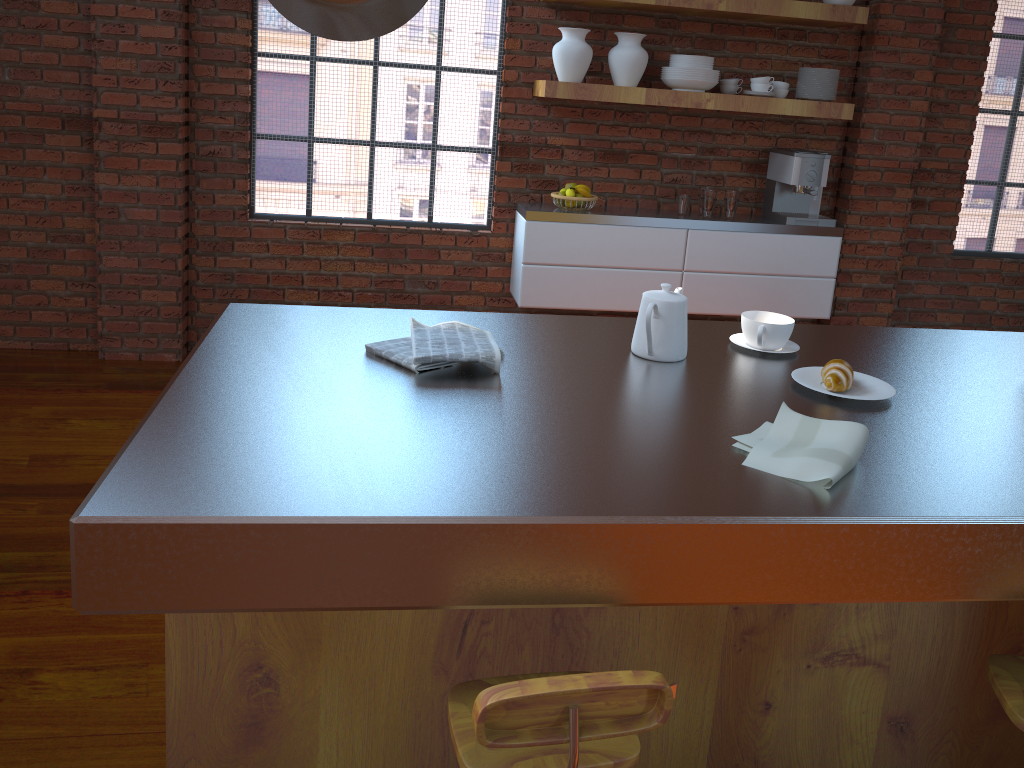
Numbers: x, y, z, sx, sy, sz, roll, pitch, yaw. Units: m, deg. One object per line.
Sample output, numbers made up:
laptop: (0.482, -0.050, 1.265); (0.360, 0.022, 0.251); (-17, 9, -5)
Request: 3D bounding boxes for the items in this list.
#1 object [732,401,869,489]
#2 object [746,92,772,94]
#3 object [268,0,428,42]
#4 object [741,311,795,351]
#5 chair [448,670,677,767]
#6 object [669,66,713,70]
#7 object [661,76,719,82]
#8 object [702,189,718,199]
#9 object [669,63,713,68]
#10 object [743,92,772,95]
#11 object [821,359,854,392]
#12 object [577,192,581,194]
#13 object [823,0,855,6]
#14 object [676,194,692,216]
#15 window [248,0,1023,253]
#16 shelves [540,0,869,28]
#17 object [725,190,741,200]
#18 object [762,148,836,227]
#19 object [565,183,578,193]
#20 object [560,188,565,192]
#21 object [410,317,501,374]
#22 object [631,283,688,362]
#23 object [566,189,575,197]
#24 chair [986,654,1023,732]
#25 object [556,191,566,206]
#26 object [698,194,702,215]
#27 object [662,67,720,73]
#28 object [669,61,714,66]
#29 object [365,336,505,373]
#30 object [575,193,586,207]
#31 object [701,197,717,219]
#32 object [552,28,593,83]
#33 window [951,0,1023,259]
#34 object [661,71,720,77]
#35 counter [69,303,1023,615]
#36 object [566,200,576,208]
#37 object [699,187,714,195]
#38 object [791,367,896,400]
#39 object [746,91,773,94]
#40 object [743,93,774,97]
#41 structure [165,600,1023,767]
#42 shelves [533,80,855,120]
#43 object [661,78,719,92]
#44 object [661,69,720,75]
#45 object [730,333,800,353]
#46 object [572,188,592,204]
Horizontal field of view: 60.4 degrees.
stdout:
object: (0.440, 0.083, 1.377); (0.208, 0.060, 0.198); (21, 24, 41)
object: (1.215, -1.426, 4.327); (0.157, 0.012, 0.156); (20, 24, 39)
object: (-0.211, -0.663, 1.111); (0.265, 0.432, 0.071); (3, 12, -4)
object: (0.569, -0.116, 1.982); (0.125, 0.067, 0.119); (-3, 19, -23)
chair: (0.024, 0.668, 1.244); (0.338, 0.731, 0.348); (1, 14, -14)
object: (0.869, -1.517, 4.292); (0.213, 0.054, 0.220); (-1, 19, -17)
object: (0.866, -1.469, 4.302); (0.282, 0.054, 0.290); (-4, 20, -24)
object: (0.981, -0.916, 4.390); (0.078, 0.101, 0.080); (10, 16, 20)
object: (0.870, -1.526, 4.289); (0.213, 0.054, 0.220); (-1, 19, -17)
object: (1.214, -1.422, 4.328); (0.157, 0.012, 0.156); (20, 24, 39)
object: (0.642, -0.021, 1.733); (0.062, 0.050, 0.142); (7, 18, 9)
object: (0.338, -0.972, 4.413); (0.055, 0.045, 0.047); (14, 18, 31)
object: (1.598, -1.872, 4.306); (0.167, 0.059, 0.169); (15, 20, 29)
object: (0.865, -0.906, 4.456); (0.078, 0.101, 0.080); (-7, 19, -37)
window: (2.280, -2.076, 7.093); (17.425, 9.659, 3.730); (-2, 14, -18)
shelves: (0.922, -1.836, 4.257); (1.534, 0.074, 0.348); (1, 19, -9)
object: (1.105, -0.920, 4.431); (0.078, 0.101, 0.080); (5, 15, 3)
object: (1.499, -1.013, 4.507); (0.270, 0.360, 0.391); (2, 16, -9)
object: (0.297, -0.971, 4.378); (0.068, 0.060, 0.071); (6, 16, 7)
object: (0.261, -0.959, 4.415); (0.045, 0.045, 0.057); (11, 17, 22)
object: (-0.118, -0.078, 1.757); (0.164, 0.048, 0.240); (2, 19, -9)
object: (0.318, -0.138, 1.867); (0.118, 0.151, 0.203); (4, 16, -3)
object: (0.287, -0.934, 4.321); (0.045, 0.051, 0.053); (-1, 16, -20)
chair: (0.846, 0.689, 1.367); (0.339, 0.731, 0.347); (7, 14, 11)
object: (0.256, -0.918, 4.364); (0.074, 0.074, 0.074); (-6, 18, -33)
object: (0.987, -0.918, 4.516); (0.078, 0.101, 0.080); (10, 16, 20)
object: (0.869, -1.508, 4.293); (0.282, 0.054, 0.290); (-4, 20, -24)
object: (0.871, -1.537, 4.287); (0.213, 0.054, 0.220); (-1, 19, -17)
object: (-0.154, -0.069, 1.768); (0.234, 0.025, 0.168); (-13, 25, -41)
object: (0.330, -0.911, 4.359); (0.076, 0.064, 0.079); (12, 18, 23)
object: (0.979, -0.879, 4.398); (0.078, 0.101, 0.080); (10, 16, 20)
object: (0.288, -1.568, 4.208); (0.194, 0.243, 0.196); (13, 17, 29)
window: (3.116, -1.498, 4.913); (1.267, 1.628, 0.086); (2, 12, -9)
object: (0.867, -1.490, 4.297); (0.282, 0.054, 0.290); (-4, 20, -24)
counter: (0.953, 0.085, 1.778); (3.139, 0.127, 1.057); (1, 19, -9)
object: (0.287, -0.885, 4.320); (0.056, 0.045, 0.047); (11, 17, 23)
object: (0.990, -0.955, 4.508); (0.078, 0.101, 0.080); (10, 16, 20)
object: (0.651, 0.003, 1.735); (0.195, 0.013, 0.200); (8, 19, 11)
object: (1.215, -1.431, 4.326); (0.157, 0.012, 0.156); (20, 24, 39)
object: (1.214, -1.418, 4.328); (0.157, 0.012, 0.156); (20, 24, 39)
structure: (0.917, 0.514, 1.880); (3.116, 0.746, 1.055); (1, 17, -9)
shelves: (0.889, -1.405, 4.351); (1.534, 0.074, 0.348); (1, 19, -9)
object: (0.865, -1.459, 4.304); (0.282, 0.054, 0.290); (-4, 20, -24)
object: (0.868, -1.498, 4.296); (0.282, 0.054, 0.290); (-4, 20, -24)
object: (0.570, -0.088, 1.990); (0.155, 0.012, 0.158); (11, 20, 18)
object: (0.357, -0.921, 4.327); (0.064, 0.092, 0.180); (12, 19, 26)
